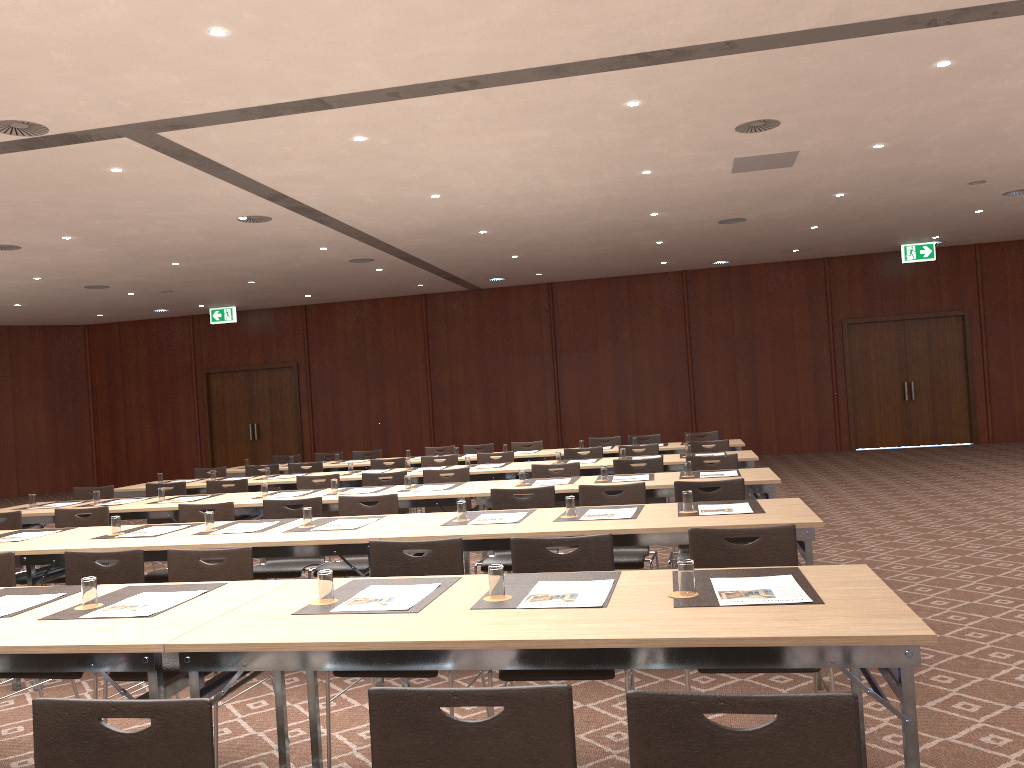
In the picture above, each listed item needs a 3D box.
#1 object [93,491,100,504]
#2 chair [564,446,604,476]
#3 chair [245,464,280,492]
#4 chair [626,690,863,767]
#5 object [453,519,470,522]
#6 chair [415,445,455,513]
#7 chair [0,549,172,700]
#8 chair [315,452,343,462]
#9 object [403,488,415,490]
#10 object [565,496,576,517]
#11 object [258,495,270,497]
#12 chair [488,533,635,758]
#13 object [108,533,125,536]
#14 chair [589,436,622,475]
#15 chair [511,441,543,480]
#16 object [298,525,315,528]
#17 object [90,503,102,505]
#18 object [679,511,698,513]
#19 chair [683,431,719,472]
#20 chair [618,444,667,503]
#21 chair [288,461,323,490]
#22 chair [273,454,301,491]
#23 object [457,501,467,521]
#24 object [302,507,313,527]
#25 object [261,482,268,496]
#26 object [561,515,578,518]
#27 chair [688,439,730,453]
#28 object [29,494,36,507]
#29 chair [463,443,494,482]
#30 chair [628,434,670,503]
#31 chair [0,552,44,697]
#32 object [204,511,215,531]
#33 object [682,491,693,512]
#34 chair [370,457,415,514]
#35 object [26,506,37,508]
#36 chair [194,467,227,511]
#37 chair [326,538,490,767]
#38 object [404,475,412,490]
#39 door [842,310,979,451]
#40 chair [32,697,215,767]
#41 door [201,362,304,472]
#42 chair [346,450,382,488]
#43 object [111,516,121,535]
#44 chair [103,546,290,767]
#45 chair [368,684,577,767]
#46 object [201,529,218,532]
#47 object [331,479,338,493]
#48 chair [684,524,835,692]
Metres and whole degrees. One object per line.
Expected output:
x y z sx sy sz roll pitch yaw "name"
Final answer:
-3.708 1.012 7.918 0.054 0.114 0.054 -4 -1 45 "object"
0.785 1.168 9.631 0.536 0.939 0.613 -4 -1 11 "chair"
-2.973 1.428 10.377 0.536 0.939 0.613 -4 -1 11 "chair"
0.431 1.061 1.545 0.536 0.939 0.613 -4 -1 13 "chair"
-0.299 0.801 5.207 0.102 0.001 0.102 -4 -1 0 "object"
-0.991 1.324 12.058 0.536 0.939 0.613 -4 -1 10 "chair"
-1.952 1.258 4.057 0.536 0.939 0.613 -4 -1 14 "chair"
-2.600 1.435 12.377 0.536 0.939 0.613 -4 -1 13 "chair"
-0.854 0.872 7.348 0.102 0.001 0.102 -4 -1 0 "object"
0.336 0.699 5.074 0.054 0.114 0.054 -4 -1 45 "object"
-2.122 0.960 7.594 0.102 0.001 0.102 -4 -1 0 "object"
0.211 1.108 3.585 0.536 0.939 0.613 -4 -1 9 "chair"
-2.515 0.954 5.634 0.102 0.001 0.102 -4 -1 0 "object"
1.226 1.171 11.618 0.536 0.939 0.613 -4 -1 13 "chair"
0.203 1.240 11.742 0.536 0.939 0.614 -4 -1 9 "chair"
-1.247 0.866 5.389 0.102 0.001 0.102 -4 -1 0 "object"
-3.715 1.070 7.921 0.102 0.001 0.102 -4 -1 0 "object"
0.982 0.712 4.940 0.102 0.001 0.102 -4 -1 22 "object"
2.450 1.085 11.296 0.536 0.939 0.613 -4 -1 11 "chair"
1.378 1.126 9.470 0.536 0.939 0.614 -4 -1 9 "chair"
-2.439 1.391 10.306 0.536 0.939 0.613 -4 -1 10 "chair"
-3.223 1.478 12.466 0.536 0.939 0.613 -4 -1 14 "chair"
-0.294 0.743 5.198 0.054 0.114 0.054 -4 -1 45 "object"
-1.244 0.809 5.396 0.054 0.114 0.054 -4 -1 45 "object"
-2.120 0.902 7.599 0.054 0.114 0.054 -4 -1 45 "object"
0.328 0.757 5.066 0.102 0.001 0.102 -4 -1 0 "object"
2.116 1.076 9.402 0.536 0.939 0.613 -4 -1 12 "chair"
-4.343 1.056 8.033 0.054 0.114 0.054 -4 0 -23 "object"
-0.464 1.287 11.918 0.536 0.939 0.613 -4 -1 12 "chair"
1.744 1.134 11.479 0.536 0.939 0.613 -4 -1 9 "chair"
-2.657 1.308 4.233 0.536 0.939 0.614 -4 -1 9 "chair"
-1.884 0.853 5.523 0.054 0.114 0.054 -4 -1 45 "object"
0.982 0.655 4.954 0.054 0.114 0.054 -4 0 -23 "object"
-1.432 1.320 10.028 0.536 0.939 0.613 -4 -1 13 "chair"
-4.355 1.114 8.050 0.102 0.001 0.102 -4 -1 22 "object"
-3.654 1.475 10.548 0.536 0.939 0.613 -4 -1 14 "chair"
-0.435 1.154 3.756 0.536 0.939 0.613 -4 -1 13 "chair"
-0.863 0.815 7.345 0.054 0.114 0.054 -4 -1 45 "object"
8.057 -0.059 18.029 2.423 2.699 0.200 -4 0 11 "door"
-0.851 1.149 1.757 0.536 0.939 0.613 -4 -1 12 "chair"
-6.057 0.917 20.831 2.423 2.699 0.200 -4 0 11 "door"
-2.024 1.394 12.184 0.536 0.939 0.614 -4 -1 11 "chair"
-2.515 0.896 5.632 0.054 0.114 0.054 -4 -1 45 "object"
-1.396 1.219 3.904 0.536 0.939 0.613 -4 -1 13 "chair"
-0.086 1.097 1.683 0.536 0.939 0.614 -4 -1 9 "chair"
-1.885 0.910 5.520 0.102 0.001 0.102 -4 -1 0 "object"
-1.499 0.859 7.484 0.054 0.114 0.054 -4 -1 45 "object"
0.952 1.058 3.516 0.536 0.939 0.613 -4 -1 10 "chair"
